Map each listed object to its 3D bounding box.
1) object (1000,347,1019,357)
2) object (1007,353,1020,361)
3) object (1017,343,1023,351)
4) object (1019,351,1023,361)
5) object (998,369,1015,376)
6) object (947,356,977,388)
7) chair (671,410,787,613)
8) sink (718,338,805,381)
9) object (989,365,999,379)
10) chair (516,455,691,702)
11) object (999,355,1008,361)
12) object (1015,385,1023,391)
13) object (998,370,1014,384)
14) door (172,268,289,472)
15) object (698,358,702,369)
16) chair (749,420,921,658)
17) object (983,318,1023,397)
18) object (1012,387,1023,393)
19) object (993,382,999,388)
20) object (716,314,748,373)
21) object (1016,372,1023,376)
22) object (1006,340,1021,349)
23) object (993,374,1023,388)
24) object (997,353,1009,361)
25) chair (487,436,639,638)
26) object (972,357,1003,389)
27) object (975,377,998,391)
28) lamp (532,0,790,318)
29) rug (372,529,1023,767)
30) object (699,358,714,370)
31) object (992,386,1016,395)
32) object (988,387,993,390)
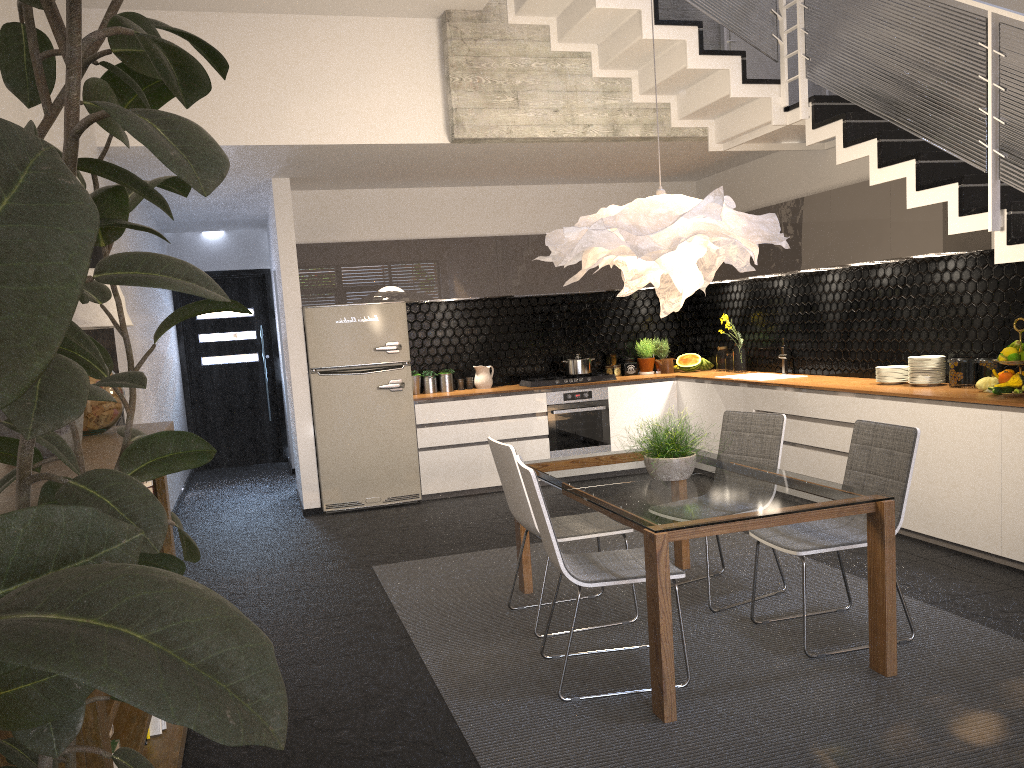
[{"bbox_3d":[2.725,-0.173,4.843,0.068,0.058,0.070,-5,5,-17],"label":"object"},{"bbox_3d":[2.707,-0.141,4.777,0.060,0.055,0.058,-2,6,18],"label":"object"},{"bbox_3d":[2.799,-0.208,4.848,0.067,0.101,0.210,-4,5,-1],"label":"object"},{"bbox_3d":[2.782,-0.143,4.775,0.101,0.079,0.095,-6,6,-20],"label":"object"},{"bbox_3d":[2.750,-0.055,4.943,0.059,0.056,0.126,-5,5,-15],"label":"object"},{"bbox_3d":[2.801,-0.074,5.500,0.172,0.186,0.171,0,7,33],"label":"object"},{"bbox_3d":[1.066,0.631,4.574,0.599,0.925,0.473,-7,7,-30],"label":"chair"},{"bbox_3d":[2.081,-0.145,7.370,0.489,0.452,0.720,-5,5,-16],"label":"sink"},{"bbox_3d":[2.754,-0.050,4.972,0.125,0.121,0.061,-2,7,16],"label":"object"},{"bbox_3d":[0.355,0.746,3.610,0.601,0.925,0.472,-5,6,-6],"label":"chair"},{"bbox_3d":[2.675,-0.139,4.823,0.045,0.041,0.047,0,6,34],"label":"object"},{"bbox_3d":[2.785,0.020,4.745,0.151,0.073,0.076,-2,6,22],"label":"object"},{"bbox_3d":[2.720,-0.029,4.863,0.087,0.093,0.085,-5,6,-11],"label":"object"},{"bbox_3d":[-3.292,-0.161,10.390,1.106,2.330,0.159,-6,7,-16],"label":"door"},{"bbox_3d":[1.857,-0.205,8.776,0.132,0.120,0.202,-4,5,4],"label":"object"},{"bbox_3d":[1.414,0.654,3.898,0.601,0.925,0.473,-5,7,-13],"label":"chair"},{"bbox_3d":[2.779,-0.149,4.838,0.351,0.428,0.350,-6,6,-22],"label":"object"},{"bbox_3d":[2.799,0.027,4.803,0.228,0.076,0.069,-6,6,-25],"label":"object"},{"bbox_3d":[2.715,0.014,4.933,0.054,0.045,0.216,-1,5,31],"label":"object"},{"bbox_3d":[2.013,-0.379,8.132,0.257,0.546,0.424,-3,6,8],"label":"object"},{"bbox_3d":[2.829,-0.029,4.911,0.088,0.079,0.088,-2,6,19],"label":"object"},{"bbox_3d":[2.744,-0.202,4.864,0.056,0.082,0.179,-2,5,13],"label":"object"},{"bbox_3d":[2.718,-0.016,4.833,0.154,0.077,0.078,-2,6,19],"label":"object"},{"bbox_3d":[2.725,-0.147,4.895,0.065,0.060,0.062,-6,6,-20],"label":"object"},{"bbox_3d":[0.238,0.704,4.337,0.600,0.925,0.473,-6,7,-16],"label":"chair"},{"bbox_3d":[2.868,-0.067,5.331,0.171,0.186,0.172,-8,7,-39],"label":"object"},{"bbox_3d":[2.804,-0.002,5.142,0.189,0.084,0.196,-4,4,-7],"label":"object"},{"bbox_3d":[0.507,-2.893,3.664,1.117,5.246,1.055,-4,7,-5],"label":"lamp"},{"bbox_3d":[0.771,1.139,4.156,2.367,0.006,3.671,-5,4,-16],"label":"rug"},{"bbox_3d":[1.890,-0.199,8.604,0.148,0.128,0.223,-2,5,24],"label":"object"},{"bbox_3d":[2.708,0.030,4.841,0.238,0.049,0.061,-7,6,-35],"label":"object"},{"bbox_3d":[2.706,0.027,4.989,0.043,0.020,0.042,-1,6,36],"label":"object"}]
